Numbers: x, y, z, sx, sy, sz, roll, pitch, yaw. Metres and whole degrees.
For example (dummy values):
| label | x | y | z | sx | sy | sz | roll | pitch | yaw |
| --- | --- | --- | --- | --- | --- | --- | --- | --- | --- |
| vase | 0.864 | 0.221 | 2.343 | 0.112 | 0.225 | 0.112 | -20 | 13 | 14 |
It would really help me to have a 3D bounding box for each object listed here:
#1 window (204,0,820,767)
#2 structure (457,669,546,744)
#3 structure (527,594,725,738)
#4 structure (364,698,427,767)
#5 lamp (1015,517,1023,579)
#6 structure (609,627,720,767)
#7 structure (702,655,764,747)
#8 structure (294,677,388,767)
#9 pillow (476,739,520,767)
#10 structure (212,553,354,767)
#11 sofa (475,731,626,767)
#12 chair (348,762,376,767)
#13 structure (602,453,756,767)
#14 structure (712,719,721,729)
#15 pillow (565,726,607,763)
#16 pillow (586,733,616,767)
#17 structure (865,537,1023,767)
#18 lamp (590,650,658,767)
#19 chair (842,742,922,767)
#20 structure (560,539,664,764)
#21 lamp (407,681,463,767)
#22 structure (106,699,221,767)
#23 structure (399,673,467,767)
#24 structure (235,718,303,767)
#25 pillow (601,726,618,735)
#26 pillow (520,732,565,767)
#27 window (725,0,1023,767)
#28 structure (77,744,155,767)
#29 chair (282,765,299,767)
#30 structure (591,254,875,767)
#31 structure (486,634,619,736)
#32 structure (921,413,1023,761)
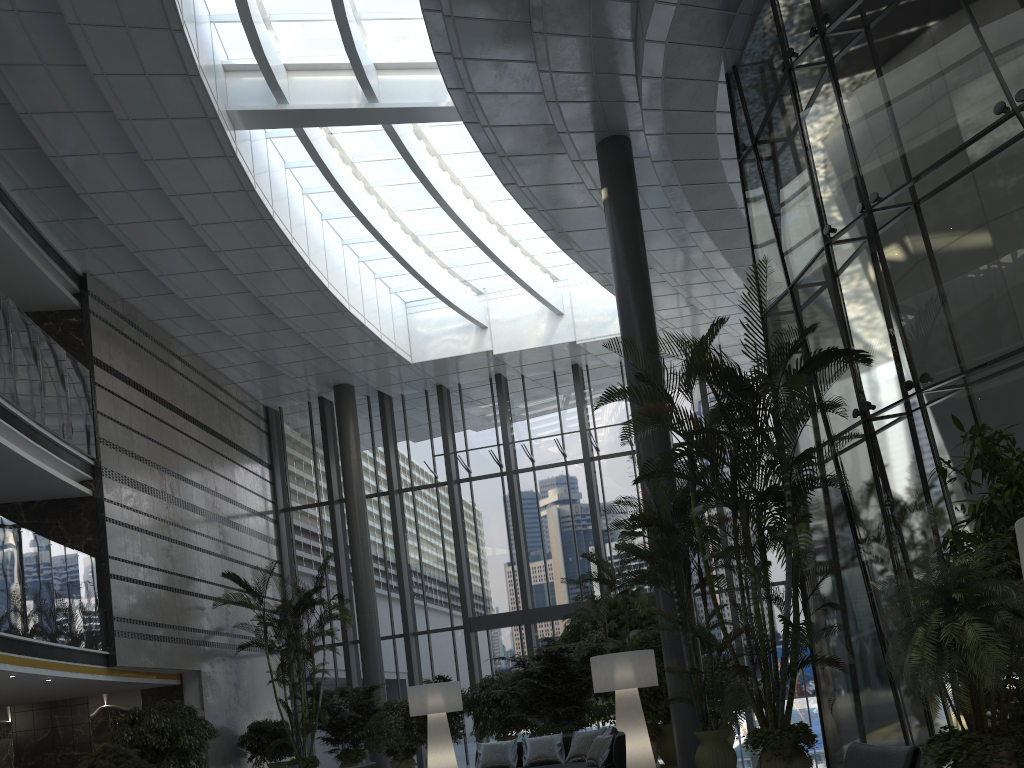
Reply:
| label | x | y | z | sx | sy | sz | roll | pitch | yaw |
| --- | --- | --- | --- | --- | --- | --- | --- | --- | --- |
| window | -1.940 | 0.854 | 11.947 | 13.658 | 9.585 | 19.592 | -13 | -19 | 21 |
| structure | -0.079 | 6.166 | 15.753 | 2.051 | 1.817 | 1.696 | -18 | -17 | 39 |
| structure | 2.009 | 5.291 | 15.540 | 3.786 | 2.840 | 3.330 | -13 | -15 | 20 |
| structure | -2.097 | 6.815 | 16.440 | 1.457 | 1.545 | 1.652 | -1 | -14 | -23 |
| lamp | 2.667 | 1.293 | 3.515 | 0.852 | 1.610 | 0.859 | -2 | -10 | -31 |
| structure | 2.272 | 4.633 | 12.775 | 1.616 | 2.046 | 1.601 | 2 | -14 | -39 |
| structure | 3.195 | 4.997 | 13.351 | 1.457 | 1.545 | 1.652 | -1 | -14 | -23 |
| structure | -3.347 | 6.960 | 17.334 | 1.867 | 2.205 | 1.949 | -5 | -12 | -7 |
| pillow | -0.194 | 4.693 | 10.805 | 0.610 | 0.387 | 0.311 | -9 | -11 | 7 |
| structure | -4.155 | 5.543 | 16.450 | 2.530 | 4.487 | 2.541 | -9 | -9 | 14 |
| sofa | 0.386 | 4.516 | 9.986 | 1.921 | 0.672 | 2.123 | -8 | -19 | 2 |
| chair | -2.047 | 4.867 | 10.150 | 0.741 | 0.643 | 0.750 | -19 | -19 | 41 |
| structure | 1.956 | 2.601 | 9.431 | 1.652 | 3.591 | 2.128 | -6 | -9 | -7 |
| structure | 2.735 | 4.990 | 11.896 | 0.443 | 0.612 | 0.465 | -9 | -11 | 12 |
| pillow | 0.899 | 4.414 | 10.466 | 0.295 | 0.397 | 0.644 | 2 | -18 | -38 |
| pillow | 0.983 | 4.025 | 9.400 | 0.276 | 0.353 | 0.594 | -4 | -17 | -17 |
| structure | 2.676 | 1.770 | 4.903 | 0.981 | 1.705 | 0.954 | -5 | -9 | -9 |
| lamp | 1.528 | 4.319 | 11.113 | 0.852 | 1.610 | 0.859 | -2 | -10 | -31 |
| chair | 1.718 | 2.274 | 4.532 | 0.729 | 0.643 | 0.762 | -5 | -14 | -7 |
| structure | 1.575 | 3.876 | 12.314 | 1.414 | 3.335 | 1.263 | -6 | -7 | -7 |
| lamp | -1.152 | 5.580 | 13.571 | 0.840 | 1.610 | 0.870 | -11 | -10 | 26 |
| structure | -5.645 | 6.119 | 13.966 | 1.657 | 1.895 | 2.099 | -16 | -16 | 37 |
| structure | -1.415 | 6.338 | 15.868 | 1.258 | 1.893 | 1.426 | -13 | -13 | 33 |
| structure | -4.765 | 7.371 | 16.960 | 1.435 | 1.486 | 1.156 | 4 | -15 | -39 |
| pillow | 1.047 | 4.137 | 9.777 | 0.362 | 0.432 | 0.666 | -5 | -16 | -9 |
| pillow | 0.400 | 4.600 | 10.751 | 0.610 | 0.386 | 0.311 | -10 | -12 | 11 |
| window | 5.520 | 0.979 | 11.954 | 4.224 | 7.608 | 16.265 | -8 | -18 | 9 |
| structure | -5.783 | 5.882 | 12.445 | 1.206 | 1.276 | 1.224 | -12 | -13 | 20 |
| chair | -3.300 | 5.803 | 12.210 | 0.735 | 0.643 | 0.756 | 0 | -16 | -27 |
| structure | 2.110 | 1.457 | 7.703 | 2.445 | 4.486 | 2.631 | -5 | -9 | -11 |
| structure | 0.721 | 5.212 | 14.077 | 2.230 | 2.235 | 2.463 | -6 | -14 | -5 |
| structure | 3.318 | 1.434 | 5.466 | 1.145 | 2.616 | 1.083 | -4 | -8 | -18 |
